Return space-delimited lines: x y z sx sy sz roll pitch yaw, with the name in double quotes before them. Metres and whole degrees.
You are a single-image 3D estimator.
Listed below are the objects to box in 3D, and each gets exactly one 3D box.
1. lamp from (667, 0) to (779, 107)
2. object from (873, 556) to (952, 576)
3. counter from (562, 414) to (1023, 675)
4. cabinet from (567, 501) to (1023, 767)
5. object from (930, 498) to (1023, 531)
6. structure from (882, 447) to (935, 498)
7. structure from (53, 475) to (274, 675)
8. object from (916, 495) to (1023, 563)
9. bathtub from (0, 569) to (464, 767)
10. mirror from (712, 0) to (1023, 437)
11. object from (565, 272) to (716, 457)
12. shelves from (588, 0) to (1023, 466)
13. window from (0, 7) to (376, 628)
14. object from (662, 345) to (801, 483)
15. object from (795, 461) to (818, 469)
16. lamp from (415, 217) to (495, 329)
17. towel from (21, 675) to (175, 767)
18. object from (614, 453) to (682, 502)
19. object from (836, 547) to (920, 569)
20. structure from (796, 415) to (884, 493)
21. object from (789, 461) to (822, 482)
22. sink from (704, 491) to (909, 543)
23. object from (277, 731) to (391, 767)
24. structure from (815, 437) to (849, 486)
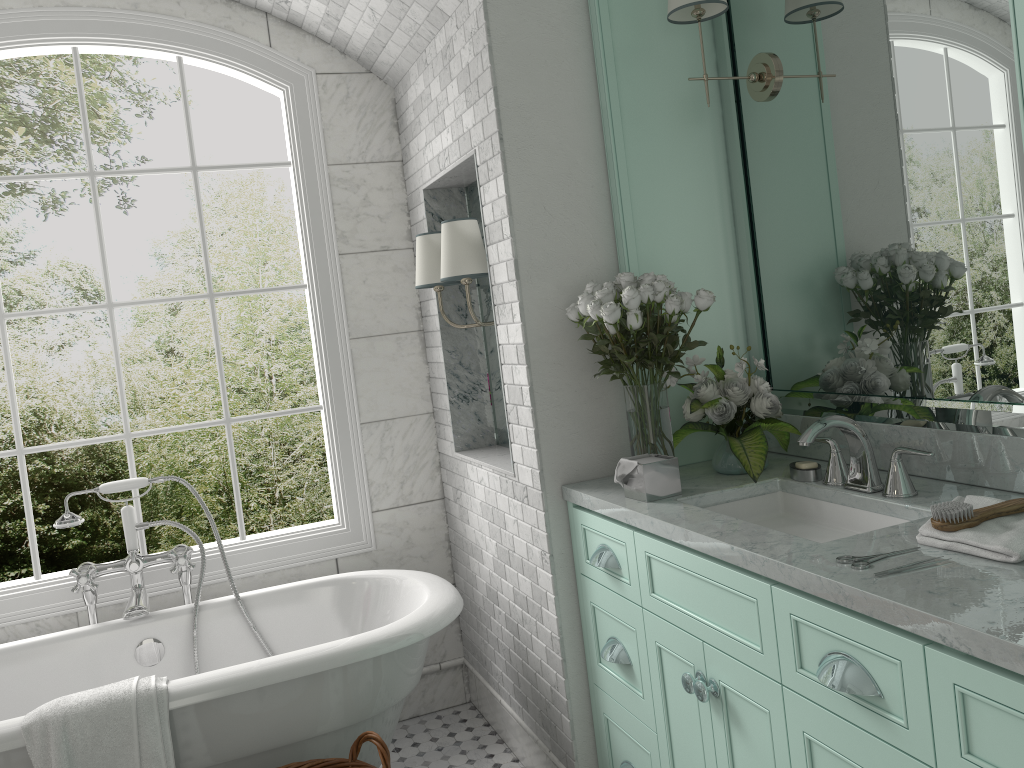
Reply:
"lamp" 0.624 -1.091 2.702 0.309 0.487 0.183 -8 2 -21
"object" 0.742 0.338 1.646 0.167 0.005 0.020 -8 4 -16
"counter" 1.019 0.263 1.636 0.825 0.181 2.808 -8 5 -20
"cabinet" 1.076 0.895 1.650 0.864 1.096 2.798 -8 4 -20
"object" 0.954 0.254 1.790 0.228 0.044 0.068 -8 4 -11
"structure" 0.975 0.213 2.161 0.083 0.121 0.157 -9 4 -36
"structure" -1.235 0.986 3.282 0.780 1.284 0.340 -7 2 -10
"object" 0.947 0.286 1.772 0.240 0.056 0.317 -9 5 -23
"bathtub" -1.174 1.242 2.918 2.169 0.757 0.941 -8 4 -20
"mirror" 0.961 -0.845 2.294 0.015 1.930 1.436 -8 3 -20
"object" 0.400 -0.016 2.674 0.392 0.652 0.356 -7 3 -8
"shelves" 1.001 -0.758 1.634 0.466 2.120 2.809 -8 4 -20
"window" -1.596 -0.309 3.520 1.834 2.320 0.118 -8 2 -20
"object" 0.679 0.073 2.706 0.395 0.402 0.452 -8 3 -18
"object" 0.828 0.228 2.490 0.051 0.022 0.077 -7 4 1
"lamp" -0.168 -0.401 3.321 0.309 0.383 0.548 -8 4 -20
"towel" -1.141 1.085 2.511 0.375 0.462 0.453 -8 3 -18
"object" 0.376 0.263 2.515 0.147 0.112 0.136 -8 4 -24
"object" 0.714 0.335 1.740 0.176 0.007 0.075 -9 5 -28
"structure" 0.840 0.180 2.253 0.235 0.204 0.103 -9 3 -31
"object" 0.832 0.247 2.510 0.080 0.035 0.134 -7 4 -2
"sink" 0.721 0.372 2.218 0.347 0.079 0.602 -8 5 -20
"object" -0.552 1.308 2.344 0.518 0.569 0.520 -6 3 12
"structure" 0.856 0.207 2.426 0.083 0.121 0.157 -9 4 -36
